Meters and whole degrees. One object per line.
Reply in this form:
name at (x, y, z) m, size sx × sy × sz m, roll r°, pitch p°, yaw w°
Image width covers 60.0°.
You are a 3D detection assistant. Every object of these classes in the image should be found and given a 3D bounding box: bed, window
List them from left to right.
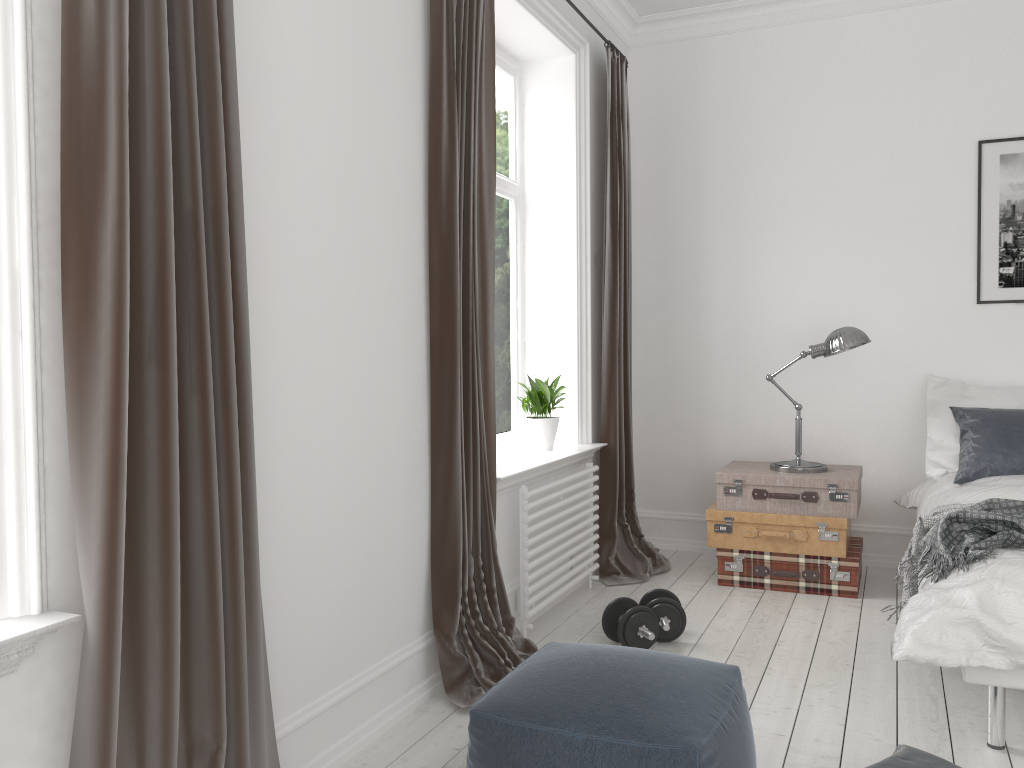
window at (-0.157, -0.630, 4.014) m, size 0.120 × 1.956 × 1.112 m, roll 0°, pitch 2°, yaw 23°
bed at (2.511, 0.549, 3.066) m, size 2.217 × 0.926 × 2.473 m, roll 0°, pitch 2°, yaw 24°

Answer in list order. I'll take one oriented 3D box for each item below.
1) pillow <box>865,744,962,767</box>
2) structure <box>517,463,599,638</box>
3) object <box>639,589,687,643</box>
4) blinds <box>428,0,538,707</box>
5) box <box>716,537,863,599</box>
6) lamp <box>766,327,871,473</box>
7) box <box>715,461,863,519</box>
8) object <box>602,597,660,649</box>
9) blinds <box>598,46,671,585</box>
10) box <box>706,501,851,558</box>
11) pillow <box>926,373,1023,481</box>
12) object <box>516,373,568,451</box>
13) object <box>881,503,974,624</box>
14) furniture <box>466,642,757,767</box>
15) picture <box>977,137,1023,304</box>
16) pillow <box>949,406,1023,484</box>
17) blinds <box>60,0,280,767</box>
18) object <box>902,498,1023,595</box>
pillow at (0.994, 0.990, 2.115) m, size 0.391 × 0.121 × 0.381 m, roll -2°, pitch 3°, yaw -36°
structure at (0.197, 0.723, 3.915) m, size 0.114 × 0.670 × 0.887 m, roll 0°, pitch 2°, yaw 24°
object at (0.599, 0.924, 3.547) m, size 0.179 × 0.179 × 0.326 m, roll 0°, pitch 2°, yaw 3°
blinds at (-0.072, -0.312, 3.021) m, size 0.294 × 2.681 × 0.582 m, roll 1°, pitch 2°, yaw 31°
box at (1.386, 0.881, 4.404) m, size 0.647 × 0.185 × 0.537 m, roll 0°, pitch 2°, yaw 23°
lamp at (1.488, 0.073, 4.322) m, size 0.488 × 0.699 × 0.269 m, roll 0°, pitch 2°, yaw 23°
box at (1.377, 0.514, 4.388) m, size 0.647 × 0.185 × 0.537 m, roll 0°, pitch 2°, yaw 23°
object at (0.458, 0.930, 3.430) m, size 0.179 × 0.179 × 0.326 m, roll -1°, pitch 2°, yaw -22°
blinds at (0.650, -0.375, 4.602) m, size 0.327 × 2.680 × 0.779 m, roll 0°, pitch 2°, yaw 18°
box at (1.336, 0.698, 4.414) m, size 0.647 × 0.185 × 0.537 m, roll 0°, pitch 2°, yaw 23°
pillow at (2.900, 0.223, 3.911) m, size 1.965 × 0.529 × 0.465 m, roll 0°, pitch 2°, yaw 23°
object at (0.141, 0.127, 4.236) m, size 0.284 × 0.369 × 0.215 m, roll 0°, pitch 2°, yaw 2°
object at (2.393, 0.674, 2.824) m, size 2.236 × 0.500 × 0.521 m, roll 1°, pitch 2°, yaw 26°
furniture at (0.236, 0.855, 2.073) m, size 0.646 × 0.423 × 0.646 m, roll 0°, pitch 2°, yaw 25°
picture at (2.578, -0.804, 4.326) m, size 0.545 × 0.810 × 0.015 m, roll 0°, pitch 2°, yaw 23°
pillow at (2.396, 0.280, 3.905) m, size 0.837 × 0.329 × 0.405 m, roll 0°, pitch 2°, yaw 24°
blinds at (-0.594, -0.261, 1.700) m, size 0.318 × 2.680 × 0.769 m, roll 0°, pitch 2°, yaw 19°
object at (2.263, 0.583, 2.472) m, size 2.154 × 0.377 × 0.536 m, roll 0°, pitch 2°, yaw 26°
